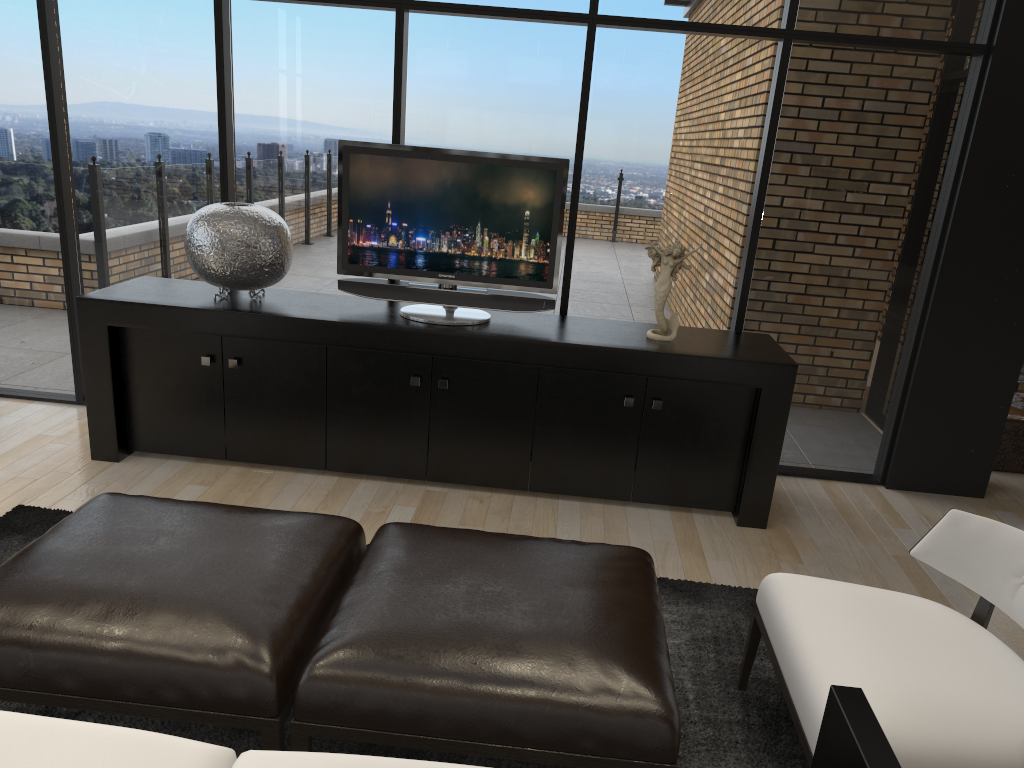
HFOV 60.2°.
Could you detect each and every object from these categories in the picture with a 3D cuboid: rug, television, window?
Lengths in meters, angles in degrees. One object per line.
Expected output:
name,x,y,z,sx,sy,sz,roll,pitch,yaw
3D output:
rug,-0.546,0.953,2.219,3.031,0.012,2.414,6,16,4
television,-0.268,-0.646,3.845,0.927,0.732,0.399,11,20,20
window,3.159,-1.360,2.440,15.893,4.929,9.838,2,17,-10

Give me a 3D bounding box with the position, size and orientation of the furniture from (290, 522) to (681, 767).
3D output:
furniture,-0.036,0.727,2.277,0.827,0.497,0.805,6,17,3

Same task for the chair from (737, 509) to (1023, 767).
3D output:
chair,1.017,0.742,2.175,0.684,0.695,0.782,6,18,3

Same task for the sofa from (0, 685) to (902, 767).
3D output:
sofa,-0.513,0.817,1.200,2.031,0.828,0.814,6,18,3

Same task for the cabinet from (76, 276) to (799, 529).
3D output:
cabinet,-0.344,0.054,4.091,3.037,0.763,0.603,6,18,3

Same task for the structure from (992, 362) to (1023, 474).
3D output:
structure,2.894,-0.364,4.934,0.517,1.640,0.710,6,19,3

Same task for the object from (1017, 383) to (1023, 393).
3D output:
object,3.464,-0.079,6.013,0.220,0.509,0.218,15,22,28

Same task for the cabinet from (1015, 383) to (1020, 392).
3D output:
cabinet,3.231,-1.398,6.528,1.185,2.821,2.588,6,18,4

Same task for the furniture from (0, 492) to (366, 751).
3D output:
furniture,-0.882,0.645,2.315,0.827,0.497,0.805,6,17,3

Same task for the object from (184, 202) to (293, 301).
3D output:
object,-1.217,-0.593,3.950,0.464,0.419,0.451,0,18,-14

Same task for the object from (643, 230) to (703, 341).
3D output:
object,0.668,-0.419,3.802,0.256,0.473,0.102,6,20,3
